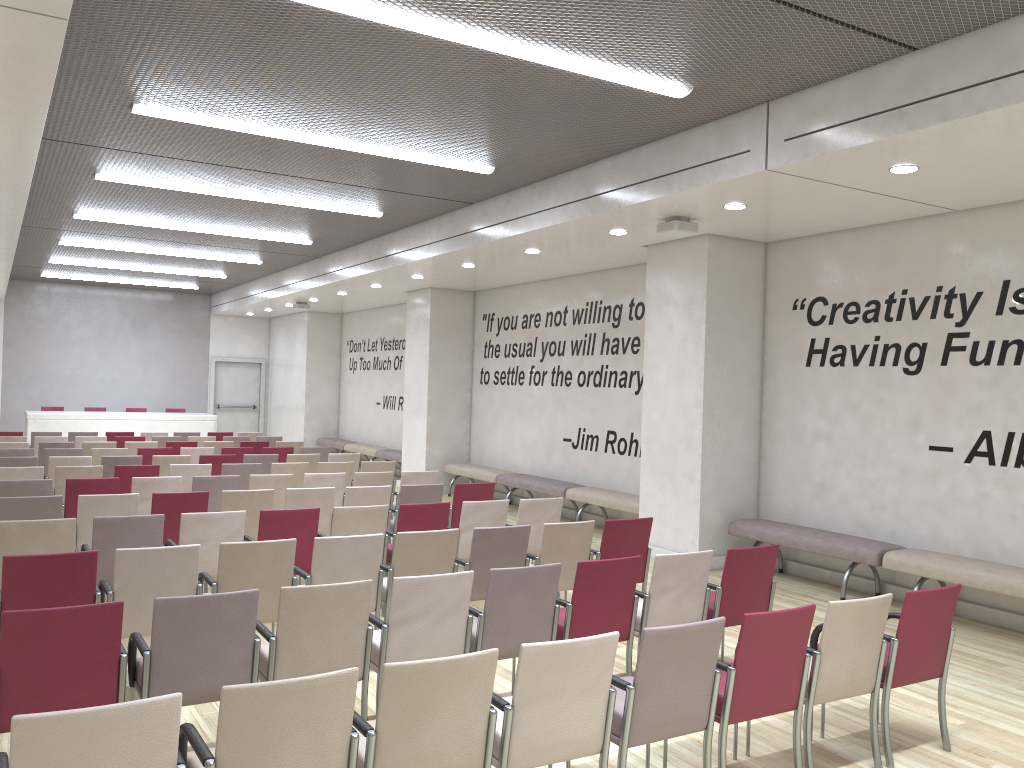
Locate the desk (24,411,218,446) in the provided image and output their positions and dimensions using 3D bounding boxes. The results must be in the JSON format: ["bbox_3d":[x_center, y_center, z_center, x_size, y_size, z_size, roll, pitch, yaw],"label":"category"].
[{"bbox_3d":[-8.362,1.147,19.006,3.652,1.042,1.456,2,0,-31],"label":"desk"}]

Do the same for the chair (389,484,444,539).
[{"bbox_3d":[-1.010,1.399,8.706,0.513,0.890,0.640,2,0,-30],"label":"chair"}]

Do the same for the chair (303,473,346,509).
[{"bbox_3d":[-2.099,1.369,9.486,0.513,0.890,0.640,2,0,-30],"label":"chair"}]

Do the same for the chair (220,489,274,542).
[{"bbox_3d":[-2.424,1.349,7.856,0.513,0.890,0.640,2,0,-31],"label":"chair"}]

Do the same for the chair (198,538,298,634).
[{"bbox_3d":[-1.643,1.361,5.459,0.513,0.890,0.640,2,0,-30],"label":"chair"}]

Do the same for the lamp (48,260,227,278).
[{"bbox_3d":[-7.426,-2.289,17.763,3.304,0.045,0.198,2,0,-31],"label":"lamp"}]

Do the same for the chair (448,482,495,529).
[{"bbox_3d":[-0.520,1.416,8.975,0.513,0.890,0.640,2,0,-30],"label":"chair"}]

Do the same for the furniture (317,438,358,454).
[{"bbox_3d":[-3.949,1.538,20.208,0.530,0.550,1.833,2,0,-31],"label":"furniture"}]

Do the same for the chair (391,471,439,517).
[{"bbox_3d":[-1.168,1.401,10.033,0.513,0.890,0.640,2,0,-30],"label":"chair"}]

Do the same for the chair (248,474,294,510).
[{"bbox_3d":[-2.583,1.352,9.189,0.513,0.890,0.640,2,0,-31],"label":"chair"}]

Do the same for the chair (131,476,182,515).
[{"bbox_3d":[-3.521,1.319,8.650,0.513,0.890,0.640,2,0,-31],"label":"chair"}]

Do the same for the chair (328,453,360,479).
[{"bbox_3d":[-2.412,1.374,12.154,0.513,0.890,0.640,2,0,-31],"label":"chair"}]

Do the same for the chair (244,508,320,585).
[{"bbox_3d":[-1.794,1.363,6.805,0.513,0.890,0.640,2,0,-30],"label":"chair"}]

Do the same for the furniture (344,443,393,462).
[{"bbox_3d":[-3.003,1.559,18.608,0.530,0.550,1.833,2,0,-31],"label":"furniture"}]

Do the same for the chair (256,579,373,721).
[{"bbox_3d":[-1.020,1.374,4.405,0.513,0.890,0.640,2,0,-30],"label":"chair"}]

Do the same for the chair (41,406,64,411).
[{"bbox_3d":[-10.001,0.946,19.319,0.513,0.890,0.640,2,0,-31],"label":"chair"}]

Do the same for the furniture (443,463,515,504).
[{"bbox_3d":[-0.526,1.614,14.418,0.530,0.550,1.833,2,0,-31],"label":"furniture"}]

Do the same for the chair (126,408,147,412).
[{"bbox_3d":[-8.525,0.998,20.193,0.513,0.890,0.640,2,0,-31],"label":"chair"}]

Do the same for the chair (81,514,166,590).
[{"bbox_3d":[-2.745,1.330,6.247,0.513,0.890,0.640,2,0,-30],"label":"chair"}]

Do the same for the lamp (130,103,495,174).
[{"bbox_3d":[-1.638,-2.160,7.974,3.304,0.045,0.198,2,0,-31],"label":"lamp"}]

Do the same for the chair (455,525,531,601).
[{"bbox_3d":[-0.220,1.410,6.296,0.513,0.890,0.640,2,0,-30],"label":"chair"}]

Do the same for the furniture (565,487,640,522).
[{"bbox_3d":[1.364,1.656,11.222,0.530,0.550,1.833,2,0,-31],"label":"furniture"}]

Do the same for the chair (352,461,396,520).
[{"bbox_3d":[-1.791,1.387,11.103,0.513,0.890,0.640,2,0,-31],"label":"chair"}]

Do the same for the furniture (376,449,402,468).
[{"bbox_3d":[-2.059,1.580,17.012,0.530,0.550,1.833,2,0,-31],"label":"furniture"}]

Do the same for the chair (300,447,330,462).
[{"bbox_3d":[-3.035,1.360,13.215,0.513,0.890,0.640,2,0,-31],"label":"chair"}]

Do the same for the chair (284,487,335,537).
[{"bbox_3d":[-1.948,1.366,8.150,0.513,0.890,0.640,2,0,-30],"label":"chair"}]

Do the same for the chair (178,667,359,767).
[{"bbox_3d":[-0.862,1.372,3.070,0.513,0.890,0.640,2,0,-31],"label":"chair"}]

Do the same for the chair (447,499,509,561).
[{"bbox_3d":[-0.378,1.413,7.645,0.513,0.890,0.640,2,0,-31],"label":"chair"}]

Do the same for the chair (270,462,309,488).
[{"bbox_3d":[-2.733,1.354,10.545,0.513,0.890,0.640,2,0,-31],"label":"chair"}]

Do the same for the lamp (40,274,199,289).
[{"bbox_3d":[-8.877,-2.321,20.217,3.304,0.045,0.198,2,0,-31],"label":"lamp"}]

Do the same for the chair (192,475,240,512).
[{"bbox_3d":[-3.045,1.335,8.911,0.513,0.890,0.640,2,0,-31],"label":"chair"}]

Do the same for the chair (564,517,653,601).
[{"bbox_3d":[0.717,1.443,6.859,0.513,0.890,0.640,2,0,-30],"label":"chair"}]

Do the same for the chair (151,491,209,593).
[{"bbox_3d":[-2.892,1.333,7.571,0.513,0.890,0.640,2,0,-30],"label":"chair"}]

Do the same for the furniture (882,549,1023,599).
[{"bbox_3d":[3.851,1.711,7.016,0.530,0.550,1.833,2,0,-31],"label":"furniture"}]

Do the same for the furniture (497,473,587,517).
[{"bbox_3d":[0.420,1.635,12.818,0.530,0.550,1.833,2,0,-31],"label":"furniture"}]

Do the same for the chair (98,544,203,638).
[{"bbox_3d":[-2.123,1.344,5.179,0.513,0.890,0.640,2,0,-30],"label":"chair"}]

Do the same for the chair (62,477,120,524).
[{"bbox_3d":[-3.997,1.302,8.364,0.513,0.890,0.640,2,0,-31],"label":"chair"}]

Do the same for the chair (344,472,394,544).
[{"bbox_3d":[-1.635,1.385,9.761,0.513,0.890,0.640,2,0,-30],"label":"chair"}]

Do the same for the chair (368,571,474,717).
[{"bbox_3d":[-0.547,1.391,4.684,0.513,0.890,0.640,2,0,-30],"label":"chair"}]

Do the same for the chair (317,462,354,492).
[{"bbox_3d":[-2.257,1.371,10.809,0.513,0.890,0.640,2,0,-31],"label":"chair"}]

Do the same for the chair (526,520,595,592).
[{"bbox_3d":[0.251,1.427,6.590,0.513,0.890,0.640,2,0,-31],"label":"chair"}]

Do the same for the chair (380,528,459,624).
[{"bbox_3d":[-0.706,1.393,6.019,0.513,0.890,0.640,2,0,-31],"label":"chair"}]

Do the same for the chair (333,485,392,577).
[{"bbox_3d":[-1.478,1.382,8.416,0.513,0.890,0.640,2,0,-31],"label":"chair"}]

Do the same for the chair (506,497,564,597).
[{"bbox_3d":[0.098,1.429,7.923,0.513,0.890,0.640,2,0,-31],"label":"chair"}]

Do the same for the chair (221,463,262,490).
[{"bbox_3d":[-3.201,1.338,10.255,0.513,0.890,0.640,2,0,-30],"label":"chair"}]

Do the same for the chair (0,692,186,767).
[{"bbox_3d":[-1.337,1.355,2.783,0.513,0.890,0.640,2,0,-31],"label":"chair"}]

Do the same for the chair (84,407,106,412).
[{"bbox_3d":[-9.263,0.972,19.756,0.513,0.890,0.640,2,0,-31],"label":"chair"}]

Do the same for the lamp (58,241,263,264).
[{"bbox_3d":[-5.997,-2.257,15.347,3.304,0.045,0.198,2,0,-31],"label":"lamp"}]

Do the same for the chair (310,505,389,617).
[{"bbox_3d":[-1.318,1.380,7.080,0.513,0.890,0.640,2,0,-31],"label":"chair"}]

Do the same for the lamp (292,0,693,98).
[{"bbox_3d":[-0.188,-2.128,5.521,3.304,0.045,0.198,2,0,-31],"label":"lamp"}]

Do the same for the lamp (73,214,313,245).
[{"bbox_3d":[-4.531,-2.224,12.866,3.304,0.045,0.198,2,0,-31],"label":"lamp"}]

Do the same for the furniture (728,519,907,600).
[{"bbox_3d":[2.905,1.690,8.616,0.530,0.550,1.833,2,0,-31],"label":"furniture"}]

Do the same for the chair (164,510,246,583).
[{"bbox_3d":[-2.270,1.347,6.532,0.513,0.890,0.640,2,0,-30],"label":"chair"}]

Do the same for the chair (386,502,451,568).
[{"bbox_3d":[-0.855,1.396,7.362,0.513,0.890,0.640,2,0,-31],"label":"chair"}]

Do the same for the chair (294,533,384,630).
[{"bbox_3d":[-1.161,1.377,5.737,0.513,0.890,0.640,2,0,-30],"label":"chair"}]

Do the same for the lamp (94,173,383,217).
[{"bbox_3d":[-3.095,-2.192,10.438,3.304,0.045,0.198,2,0,-31],"label":"lamp"}]

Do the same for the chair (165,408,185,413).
[{"bbox_3d":[-7.787,1.024,20.630,0.513,0.890,0.640,2,0,-31],"label":"chair"}]

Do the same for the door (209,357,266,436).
[{"bbox_3d":[-7.208,0.528,23.221,1.400,2.400,0.200,2,0,-31],"label":"door"}]
